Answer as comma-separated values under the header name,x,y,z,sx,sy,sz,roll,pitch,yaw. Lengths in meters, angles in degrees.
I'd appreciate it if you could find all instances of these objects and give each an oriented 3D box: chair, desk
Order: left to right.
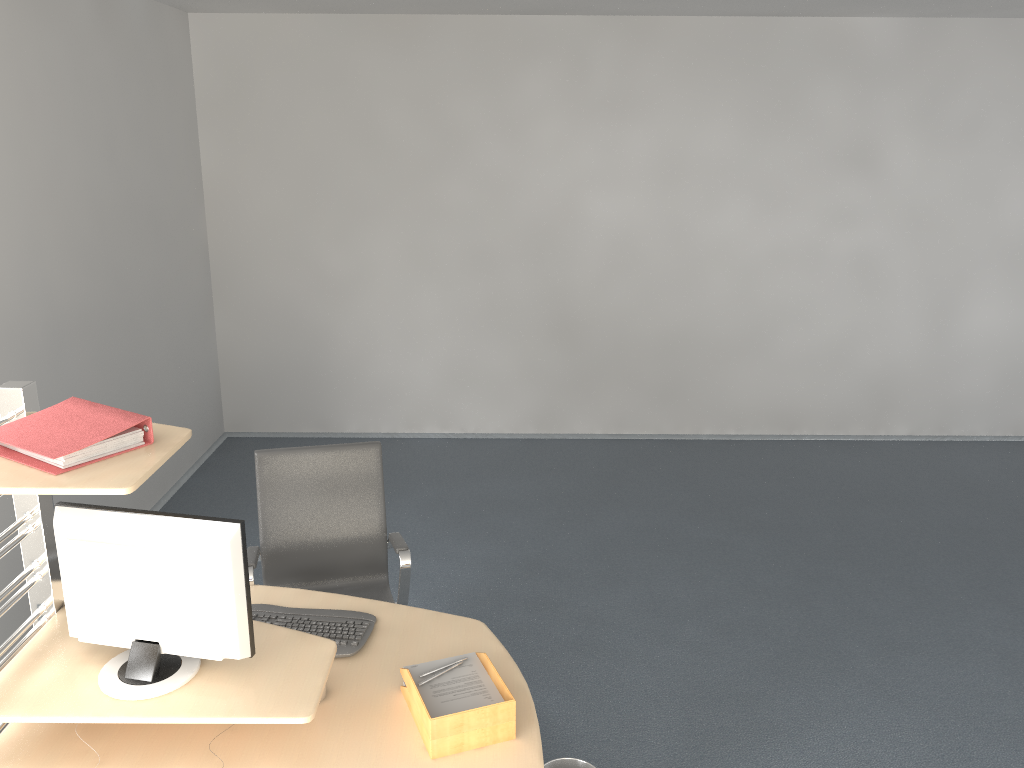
name,x,y,z,sx,sy,sz,roll,pitch,yaw
desk,-0.656,0.766,2.599,1.469,1.566,0.967,0,16,0
chair,-0.686,0.827,3.331,0.584,1.048,0.652,-3,16,-13

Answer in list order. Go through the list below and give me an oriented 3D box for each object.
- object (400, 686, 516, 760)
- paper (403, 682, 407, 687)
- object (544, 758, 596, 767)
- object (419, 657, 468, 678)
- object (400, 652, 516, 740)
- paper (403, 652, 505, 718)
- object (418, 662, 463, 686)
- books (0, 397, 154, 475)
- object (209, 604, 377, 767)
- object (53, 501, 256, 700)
name,x,y,z,sx,sy,sz,roll,pitch,yaw
object,-0.151,0.854,2.370,0.225,0.060,0.309,-6,17,-20
paper,-0.151,0.865,2.374,0.210,0.019,0.297,-6,17,-20
object,0.171,1.367,2.701,0.208,0.377,0.208,15,21,41
object,-0.187,0.781,2.450,0.159,0.009,0.008,-11,19,-35
object,-0.150,0.800,2.354,0.225,0.060,0.309,-6,17,-20
paper,-0.151,0.816,2.360,0.210,0.010,0.297,-6,17,-20
object,-0.193,0.789,2.421,0.159,0.009,0.008,-15,22,-43
books,-1.103,0.120,2.193,0.320,0.072,0.262,10,18,31
object,-0.708,0.856,2.502,0.478,0.082,0.814,2,16,7
object,-0.939,0.538,2.231,0.516,0.418,0.245,7,17,21
